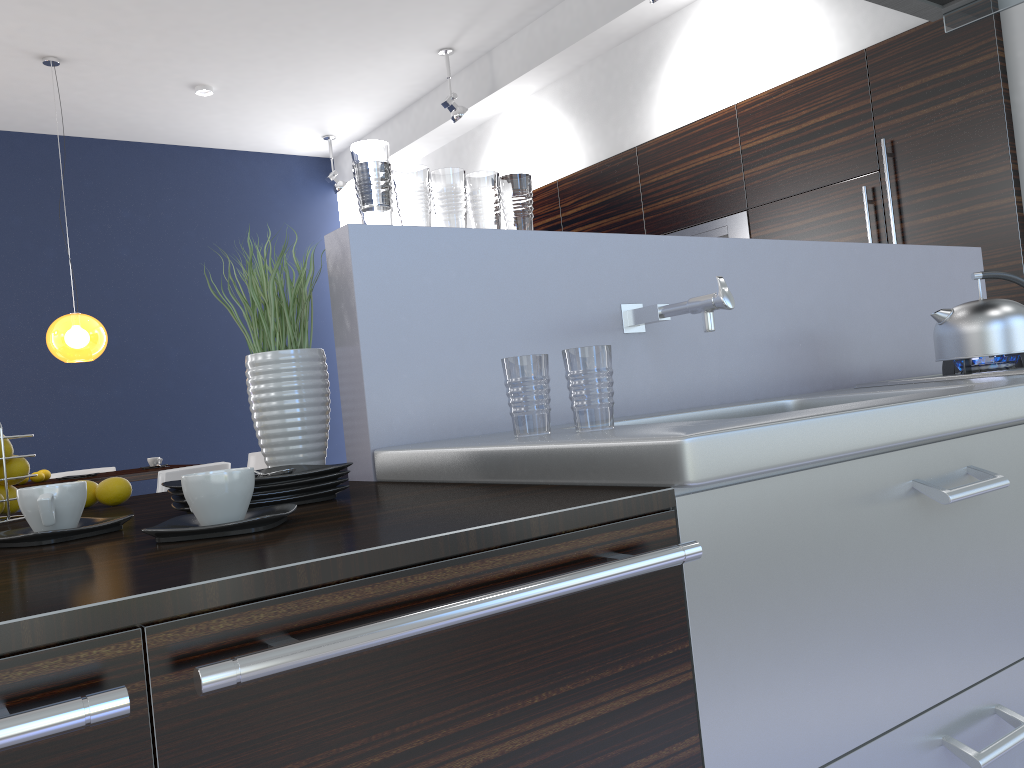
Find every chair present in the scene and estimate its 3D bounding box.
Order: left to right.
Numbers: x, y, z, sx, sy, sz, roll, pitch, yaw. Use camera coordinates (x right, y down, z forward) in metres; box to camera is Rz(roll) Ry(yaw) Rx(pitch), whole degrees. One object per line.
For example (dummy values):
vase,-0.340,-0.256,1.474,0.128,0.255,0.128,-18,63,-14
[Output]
chair,-3.095,1.034,6.498,0.508,0.805,0.620,-5,-2,-36
chair,-1.924,0.878,5.047,0.620,0.805,0.508,-7,-1,24
chair,-1.906,0.904,6.306,0.620,0.805,0.508,-5,-2,-41

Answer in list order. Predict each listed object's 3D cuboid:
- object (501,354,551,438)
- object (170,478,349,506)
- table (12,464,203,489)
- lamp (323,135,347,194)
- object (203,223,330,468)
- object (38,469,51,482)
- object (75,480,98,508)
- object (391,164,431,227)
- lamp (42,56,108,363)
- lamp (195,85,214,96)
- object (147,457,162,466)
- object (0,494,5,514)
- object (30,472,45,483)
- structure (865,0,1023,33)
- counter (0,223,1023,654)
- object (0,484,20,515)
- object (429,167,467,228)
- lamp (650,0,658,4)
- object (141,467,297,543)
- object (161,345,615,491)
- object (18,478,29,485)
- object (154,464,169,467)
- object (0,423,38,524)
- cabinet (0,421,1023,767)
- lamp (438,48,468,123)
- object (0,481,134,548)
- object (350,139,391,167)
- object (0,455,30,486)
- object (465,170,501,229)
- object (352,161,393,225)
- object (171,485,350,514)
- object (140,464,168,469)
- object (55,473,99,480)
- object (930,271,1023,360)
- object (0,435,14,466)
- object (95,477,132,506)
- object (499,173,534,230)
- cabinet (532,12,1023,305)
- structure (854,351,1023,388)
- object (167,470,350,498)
object,0.025,0.018,1.325,0.072,0.119,0.071,-5,-2,-36
object,-0.360,0.156,1.267,0.232,0.020,0.232,-5,-1,-27
table,-3.001,1.012,5.445,2.046,0.783,1.127,-5,-2,-36
lamp,-1.584,-1.952,7.930,0.185,0.511,0.150,-5,-2,-36
object,-0.448,-0.061,1.666,0.247,0.502,0.269,-6,-1,7
object,-2.954,0.578,5.587,0.094,0.077,0.079,-7,-1,28
object,-0.776,0.200,1.606,0.063,0.051,0.053,-5,-2,-32
object,-0.185,-0.344,1.667,0.072,0.119,0.071,-6,-1,4
lamp,-2.893,-1.127,5.740,0.359,1.974,0.358,-5,-1,-31
lamp,-2.258,-2.153,6.509,0.132,0.035,0.132,-6,-1,11
object,-2.405,0.528,5.985,0.101,0.064,0.081,-6,-1,-10
object,-0.861,0.200,1.446,0.061,0.053,0.053,-6,-1,7
object,-2.944,0.579,5.502,0.083,0.068,0.070,-5,-2,-32
structure,1.153,-1.706,2.179,0.981,1.231,0.915,-5,-2,-36
counter,0.277,0.323,1.776,3.291,1.300,1.302,-5,-2,-36
object,-0.863,0.195,1.504,0.060,0.057,0.052,-5,-2,-34
object,-0.120,-0.350,1.714,0.072,0.119,0.071,-6,-1,4
lamp,0.535,-2.248,4.682,0.605,0.511,0.171,-6,-1,-4
object,-0.323,0.132,0.987,0.153,0.069,0.153,-6,-1,-2
object,-0.185,0.054,1.305,0.646,0.147,0.269,-6,-1,-11
object,-2.996,0.577,5.421,0.076,0.080,0.094,-5,-2,-34
object,-2.331,0.542,5.904,0.155,0.028,0.032,-7,-2,35
object,-0.932,0.150,1.457,0.207,0.174,0.189,-6,-1,19
cabinet,0.296,0.547,1.781,3.285,0.852,1.377,-5,-2,-36
lamp,-0.421,-2.111,6.310,0.185,0.511,0.150,-5,-2,-36
object,-0.569,0.160,1.103,0.153,0.069,0.153,-7,-1,28
object,-0.254,-0.377,1.620,0.072,0.119,0.071,-6,-1,4
object,-0.849,0.146,1.499,0.063,0.051,0.053,-7,-1,23
object,-0.055,-0.356,1.761,0.072,0.119,0.071,-6,-1,4
object,-0.250,-0.338,1.619,0.072,0.119,0.071,-6,-1,4
object,-0.359,0.166,1.266,0.232,0.020,0.232,-5,-1,-27
object,-2.411,0.560,5.983,0.154,0.020,0.154,-6,-1,10
object,-2.736,0.585,5.590,0.232,0.020,0.232,-6,-1,-7
object,1.112,-0.167,2.093,0.229,0.196,0.220,-5,-2,-44
object,-0.860,0.107,1.472,0.057,0.060,0.052,-7,-2,42
object,-0.715,0.193,1.591,0.063,0.051,0.053,-7,-1,23
object,0.011,-0.361,1.809,0.071,0.119,0.072,-6,-1,14
cabinet,1.378,-0.314,5.417,0.669,2.500,3.600,-5,-2,-36
structure,1.281,-0.062,2.205,0.709,0.055,0.519,-5,-2,-36
object,-0.361,0.146,1.267,0.232,0.020,0.232,-5,-2,-32
